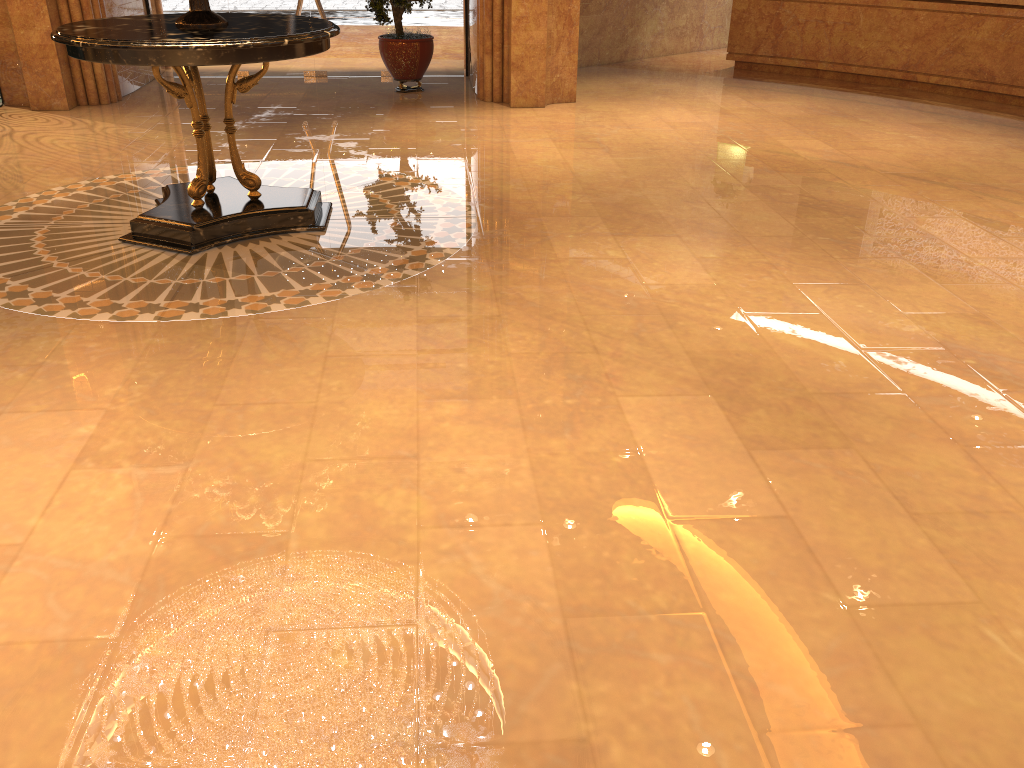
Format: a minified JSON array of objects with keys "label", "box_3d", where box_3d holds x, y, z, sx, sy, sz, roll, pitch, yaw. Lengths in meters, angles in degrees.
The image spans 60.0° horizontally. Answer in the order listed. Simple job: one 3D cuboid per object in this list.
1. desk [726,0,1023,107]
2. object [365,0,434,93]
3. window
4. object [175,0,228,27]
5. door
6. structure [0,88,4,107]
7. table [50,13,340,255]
[{"label":"desk","box_3d":[4.778,-3.877,9.785,1.570,1.155,5.227,-22,35,-36]},{"label":"object","box_3d":[-1.204,-4.136,8.824,0.843,2.363,1.250,-12,30,-22]},{"label":"window","box_3d":[-2.238,-5.095,9.388,3.515,3.571,0.047,-2,28,-5]},{"label":"object","box_3d":[-1.658,-2.404,4.609,1.318,0.999,1.277,13,30,22]},{"label":"door","box_3d":[-2.241,-4.760,9.562,1.880,2.758,0.195,-2,28,-5]},{"label":"structure","box_3d":[-8.920,-2.485,7.346,7.624,0.995,3.815,7,28,11]},{"label":"table","box_3d":[-1.699,-1.470,5.071,1.493,1.089,1.493,-5,28,-11]}]
